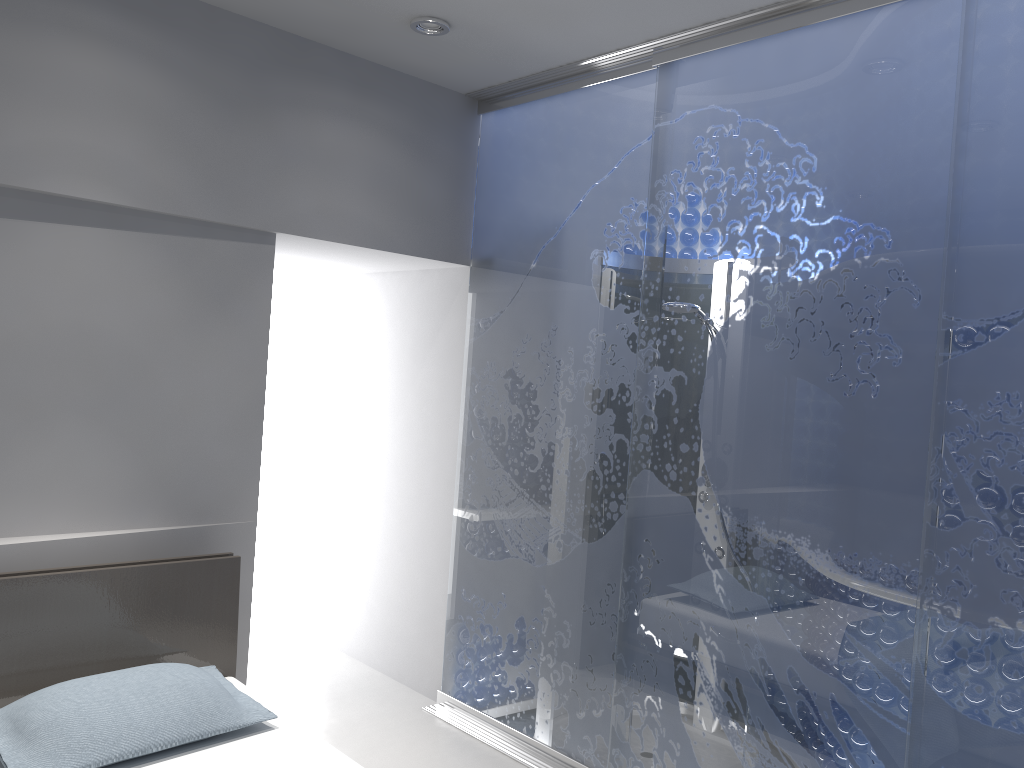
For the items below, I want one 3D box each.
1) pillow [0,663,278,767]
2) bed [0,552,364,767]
[{"bbox_3d":[-1.090,0.926,2.532,0.417,0.173,0.746,5,1,43],"label":"pillow"},{"bbox_3d":[-0.662,1.019,1.958,1.411,0.752,2.319,3,1,-42],"label":"bed"}]
